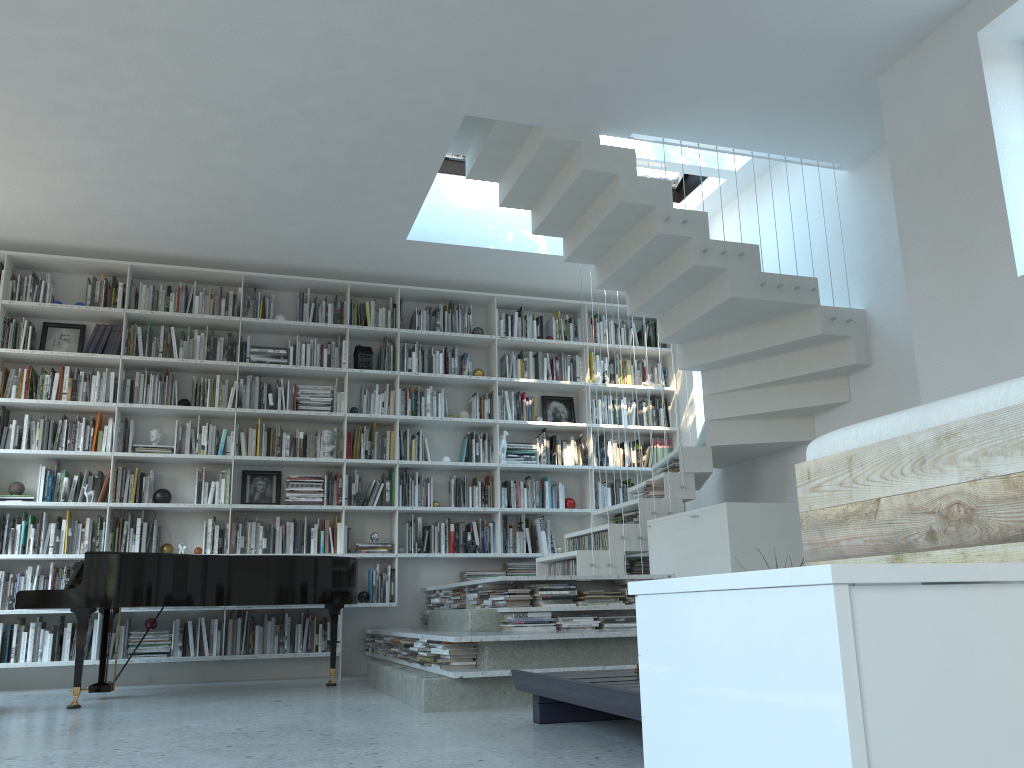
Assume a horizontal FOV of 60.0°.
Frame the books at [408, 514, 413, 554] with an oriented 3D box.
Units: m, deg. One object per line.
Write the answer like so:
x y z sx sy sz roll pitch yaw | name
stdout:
-0.820 1.222 7.160 0.010 0.315 0.187 3 -15 -17 | books

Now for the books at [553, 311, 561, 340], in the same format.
0.405 -0.484 7.995 0.007 0.320 0.166 3 -15 -17 | books

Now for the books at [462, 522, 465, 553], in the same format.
-0.417 1.275 7.297 0.026 0.262 0.170 3 -15 -17 | books

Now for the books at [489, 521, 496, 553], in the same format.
-0.165 1.283 7.367 0.025 0.271 0.171 3 -15 -17 | books

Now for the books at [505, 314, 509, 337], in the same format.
-0.069 -0.474 7.833 0.026 0.241 0.185 3 -15 -17 | books

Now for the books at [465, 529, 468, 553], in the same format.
-0.394 1.302 7.299 0.022 0.210 0.136 3 -15 -17 | books

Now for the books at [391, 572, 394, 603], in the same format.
-0.948 1.596 6.943 0.013 0.232 0.149 3 -15 -17 | books

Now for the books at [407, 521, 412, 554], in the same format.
-0.835 1.247 7.148 0.023 0.261 0.187 3 -15 -17 | books

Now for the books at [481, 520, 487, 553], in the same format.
-0.239 1.280 7.370 0.012 0.281 0.144 3 -15 -17 | books

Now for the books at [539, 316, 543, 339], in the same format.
0.238 -0.462 7.939 0.030 0.257 0.165 3 -15 -17 | books

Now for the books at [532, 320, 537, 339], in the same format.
0.176 -0.441 7.903 0.024 0.201 0.190 3 -15 -17 | books

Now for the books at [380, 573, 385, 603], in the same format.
-1.018 1.592 6.906 0.026 0.224 0.175 3 -15 -17 | books

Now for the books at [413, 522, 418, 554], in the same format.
-0.790 1.253 7.162 0.023 0.255 0.178 3 -15 -17 | books

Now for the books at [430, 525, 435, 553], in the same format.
-0.661 1.277 7.225 0.029 0.234 0.142 3 -15 -17 | books

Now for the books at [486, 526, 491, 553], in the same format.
-0.211 1.300 7.340 0.025 0.227 0.176 3 -15 -17 | books

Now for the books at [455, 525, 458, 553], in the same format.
-0.467 1.285 7.289 0.021 0.242 0.131 3 -15 -17 | books

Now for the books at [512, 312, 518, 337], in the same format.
0.013 -0.485 7.871 0.048 0.277 0.150 3 -15 -17 | books

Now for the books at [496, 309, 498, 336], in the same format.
-0.158 -0.501 7.825 0.028 0.293 0.150 3 -15 -17 | books

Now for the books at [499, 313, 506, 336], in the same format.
-0.095 -0.479 7.831 0.025 0.250 0.178 3 -15 -17 | books

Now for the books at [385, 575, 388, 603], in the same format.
-0.989 1.600 6.913 0.011 0.211 0.179 3 -15 -17 | books

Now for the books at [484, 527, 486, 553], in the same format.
-0.242 1.303 7.335 0.013 0.219 0.169 3 -15 -17 | books

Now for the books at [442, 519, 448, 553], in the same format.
-0.547 1.259 7.267 0.012 0.284 0.160 3 -15 -17 | books

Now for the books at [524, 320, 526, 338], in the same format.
0.089 -0.449 7.902 0.030 0.220 0.133 3 -15 -17 | books

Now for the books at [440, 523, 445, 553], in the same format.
-0.582 1.268 7.234 0.025 0.252 0.182 3 -15 -17 | books

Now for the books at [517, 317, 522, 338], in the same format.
0.050 -0.460 7.879 0.030 0.230 0.148 3 -15 -17 | books

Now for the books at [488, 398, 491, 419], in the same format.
-0.211 0.243 7.627 0.013 0.220 0.156 3 -15 -17 | books

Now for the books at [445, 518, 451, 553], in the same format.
-0.529 1.251 7.252 0.012 0.292 0.175 3 -15 -17 | books

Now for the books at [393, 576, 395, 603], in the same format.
-0.939 1.613 6.955 0.012 0.205 0.161 3 -15 -17 | books

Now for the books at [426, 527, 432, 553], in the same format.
-0.677 1.282 7.208 0.011 0.216 0.176 3 -15 -17 | books

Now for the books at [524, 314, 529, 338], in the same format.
0.115 -0.473 7.895 0.014 0.261 0.168 3 -15 -17 | books

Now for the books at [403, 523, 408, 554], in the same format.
-0.857 1.255 7.160 0.012 0.253 0.161 3 -15 -17 | books

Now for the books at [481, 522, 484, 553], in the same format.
-0.263 1.284 7.347 0.021 0.264 0.150 3 -15 -17 | books

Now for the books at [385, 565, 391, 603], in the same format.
-0.976 1.567 6.933 0.021 0.284 0.173 3 -15 -17 | books

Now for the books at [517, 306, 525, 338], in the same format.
0.074 -0.510 7.887 0.014 0.331 0.181 3 -15 -17 | books

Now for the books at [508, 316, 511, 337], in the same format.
-0.047 -0.466 7.847 0.024 0.230 0.169 3 -15 -17 | books

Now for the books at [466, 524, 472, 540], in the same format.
-0.354 1.285 7.312 0.012 0.248 0.165 3 -15 -17 | books

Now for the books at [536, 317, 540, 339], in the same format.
0.214 -0.458 7.944 0.012 0.253 0.161 3 -15 -17 | books

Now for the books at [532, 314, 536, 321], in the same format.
0.184 -0.471 7.941 0.012 0.278 0.153 3 -15 -17 | books

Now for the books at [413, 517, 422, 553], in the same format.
-0.765 1.235 7.174 0.030 0.293 0.189 3 -15 -17 | books

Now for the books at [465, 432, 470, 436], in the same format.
-0.370 0.559 7.506 0.016 0.289 0.135 3 -14 -17 | books

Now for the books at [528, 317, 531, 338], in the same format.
0.132 -0.459 7.898 0.022 0.235 0.172 3 -15 -17 | books

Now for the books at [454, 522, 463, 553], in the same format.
-0.440 1.272 7.283 0.026 0.261 0.174 3 -15 -17 | books

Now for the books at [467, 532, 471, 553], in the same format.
-0.370 1.316 7.296 0.025 0.180 0.169 3 -15 -17 | books

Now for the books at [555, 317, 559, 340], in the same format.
0.378 -0.452 7.979 0.016 0.251 0.189 3 -15 -17 | books

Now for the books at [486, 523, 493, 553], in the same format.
-0.189 1.288 7.357 0.026 0.257 0.157 3 -15 -17 | books

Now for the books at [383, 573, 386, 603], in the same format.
-1.005 1.597 6.927 0.012 0.225 0.149 3 -15 -17 | books

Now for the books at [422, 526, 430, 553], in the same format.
-0.713 1.273 7.197 0.065 0.231 0.162 3 -15 -17 | books

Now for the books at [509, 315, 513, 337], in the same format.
-0.028 -0.469 7.873 0.027 0.249 0.140 3 -15 -17 | books

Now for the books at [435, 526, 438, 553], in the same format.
-0.634 1.281 7.228 0.024 0.227 0.160 3 -15 -17 | books

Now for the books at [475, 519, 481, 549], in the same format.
-0.279 1.268 7.344 0.013 0.293 0.135 3 -14 -17 | books

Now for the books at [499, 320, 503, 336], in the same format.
-0.113 -0.450 7.806 0.022 0.182 0.190 3 -15 -17 | books

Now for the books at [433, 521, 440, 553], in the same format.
-0.616 1.262 7.236 0.014 0.267 0.172 3 -15 -17 | books

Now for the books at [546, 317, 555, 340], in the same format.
0.349 -0.458 7.962 0.019 0.255 0.169 3 -15 -17 | books

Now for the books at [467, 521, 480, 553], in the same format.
-0.315 1.277 7.320 0.070 0.265 0.186 3 -15 -17 | books

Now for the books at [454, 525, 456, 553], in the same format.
-0.486 1.284 7.275 0.025 0.237 0.157 3 -15 -17 | books

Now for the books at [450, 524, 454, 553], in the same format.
-0.509 1.276 7.255 0.031 0.243 0.185 3 -15 -17 | books

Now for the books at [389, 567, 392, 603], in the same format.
-0.965 1.580 6.956 0.015 0.270 0.158 3 -15 -17 | books

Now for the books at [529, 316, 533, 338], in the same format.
0.150 -0.465 7.915 0.021 0.253 0.151 3 -15 -17 | books
